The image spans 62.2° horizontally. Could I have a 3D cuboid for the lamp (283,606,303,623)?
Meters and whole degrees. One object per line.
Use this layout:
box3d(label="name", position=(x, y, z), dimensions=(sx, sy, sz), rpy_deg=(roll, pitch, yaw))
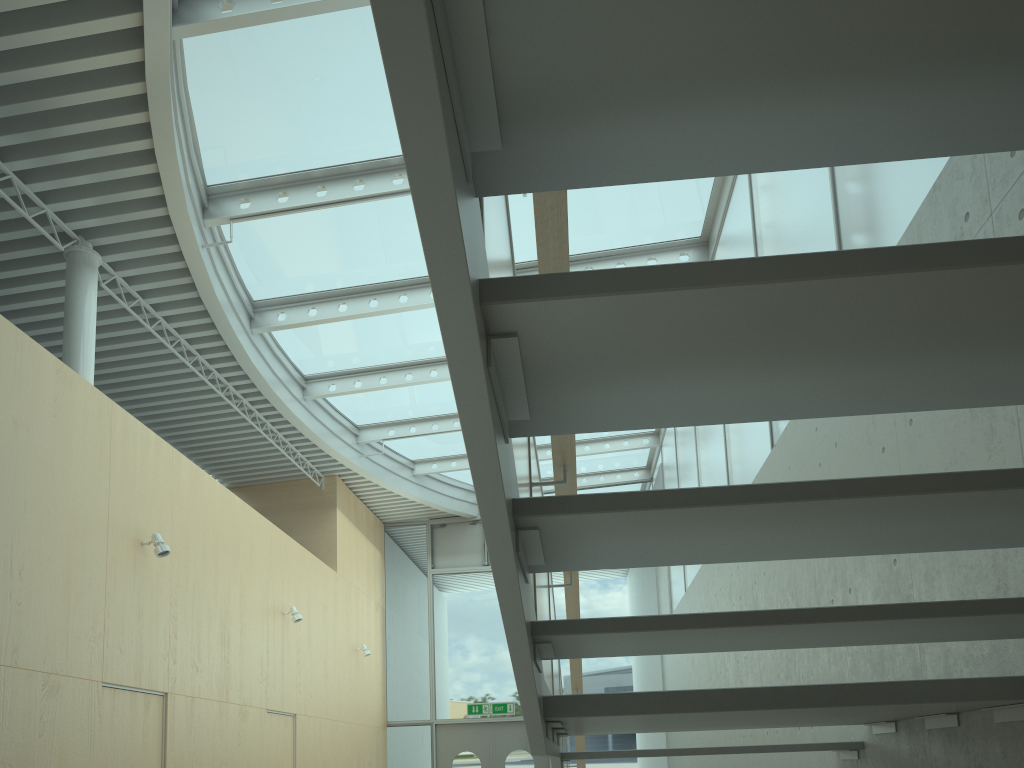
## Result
box3d(label="lamp", position=(-2.482, 2.602, 9.599), dimensions=(0.232, 0.186, 0.149), rpy_deg=(3, -16, -15))

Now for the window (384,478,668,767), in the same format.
box3d(label="window", position=(0.191, 4.771, 14.507), dimensions=(4.864, 5.978, 0.115), rpy_deg=(-3, -9, 4))

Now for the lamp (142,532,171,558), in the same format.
box3d(label="lamp", position=(-2.738, 1.232, 6.515), dimensions=(0.232, 0.186, 0.149), rpy_deg=(3, -16, -15))

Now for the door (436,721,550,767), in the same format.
box3d(label="door", position=(-0.314, 6.717, 14.244), dimensions=(1.924, 2.004, 0.183), rpy_deg=(-3, -9, 4))

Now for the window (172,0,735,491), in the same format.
box3d(label="window", position=(-0.079, 2.085, 9.001), dimensions=(4.790, 5.904, 16.985), rpy_deg=(-3, -22, 3))

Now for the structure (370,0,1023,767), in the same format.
box3d(label="structure", position=(0.873, 0.791, 2.900), dimensions=(1.888, 3.965, 13.535), rpy_deg=(-3, -23, 4))

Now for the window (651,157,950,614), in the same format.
box3d(label="window", position=(2.032, 0.465, 9.066), dimensions=(0.030, 2.587, 16.798), rpy_deg=(-3, -24, 4))

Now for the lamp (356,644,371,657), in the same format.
box3d(label="lamp", position=(-2.225, 3.982, 12.704), dimensions=(0.232, 0.186, 0.149), rpy_deg=(3, -16, -15))
